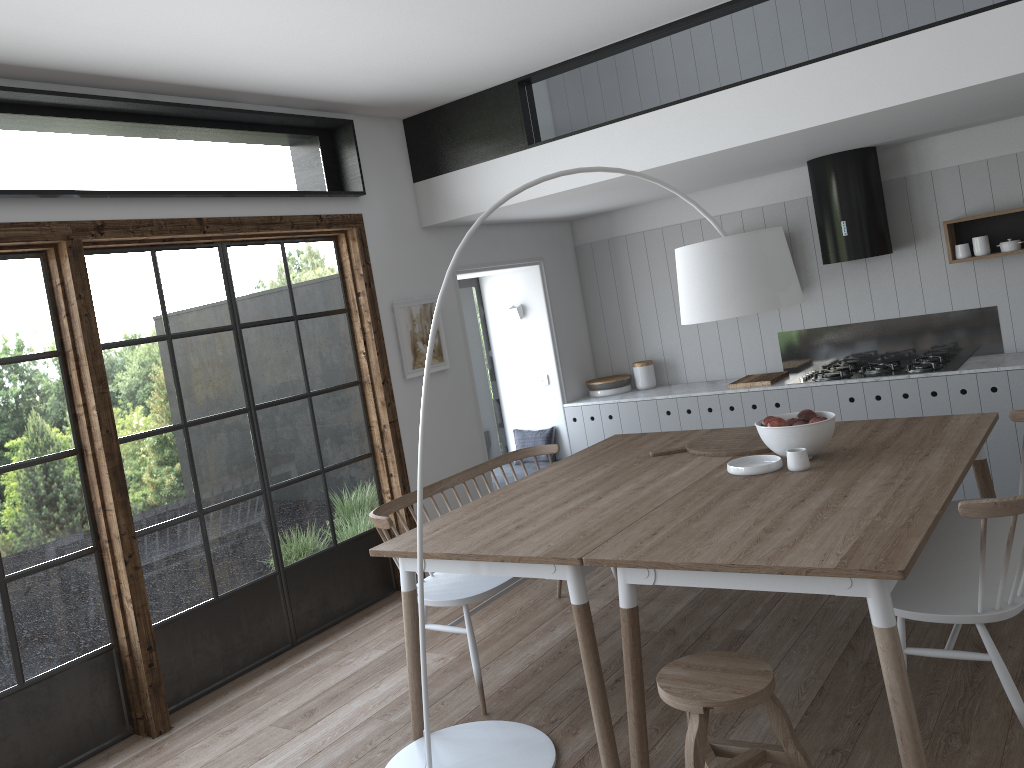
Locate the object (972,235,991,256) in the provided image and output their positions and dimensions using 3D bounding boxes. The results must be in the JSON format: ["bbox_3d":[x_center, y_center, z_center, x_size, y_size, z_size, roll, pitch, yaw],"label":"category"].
[{"bbox_3d":[2.798,-0.821,5.268,0.088,0.115,0.084,-8,4,36],"label":"object"}]

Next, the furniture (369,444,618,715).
[{"bbox_3d":[-0.023,0.821,4.099,0.557,0.809,1.333,-8,5,36],"label":"furniture"}]

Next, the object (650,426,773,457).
[{"bbox_3d":[1.084,0.266,4.107,0.663,0.023,0.611,-13,6,-31],"label":"object"}]

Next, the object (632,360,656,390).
[{"bbox_3d":[1.017,-0.065,6.777,0.155,0.212,0.154,-10,3,5],"label":"object"}]

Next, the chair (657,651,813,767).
[{"bbox_3d":[0.656,1.036,2.468,0.440,0.449,0.475,-8,4,23],"label":"chair"}]

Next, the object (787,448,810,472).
[{"bbox_3d":[1.110,0.294,3.430,0.085,0.078,0.081,-7,4,36],"label":"object"}]

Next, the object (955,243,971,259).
[{"bbox_3d":[2.719,-0.799,5.329,0.082,0.088,0.085,-11,3,-18],"label":"object"}]

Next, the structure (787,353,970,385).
[{"bbox_3d":[2.320,-0.105,5.631,1.005,0.048,0.543,-6,6,36],"label":"structure"}]

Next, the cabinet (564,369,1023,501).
[{"bbox_3d":[2.964,0.280,4.868,6.263,0.746,0.010,-6,4,37],"label":"cabinet"}]

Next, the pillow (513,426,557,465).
[{"bbox_3d":[0.184,0.489,6.862,0.412,0.293,0.177,-7,4,36],"label":"pillow"}]

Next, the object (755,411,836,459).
[{"bbox_3d":[1.170,0.223,3.615,0.322,0.164,0.308,-7,5,33],"label":"object"}]

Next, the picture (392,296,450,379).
[{"bbox_3d":[-0.564,-0.295,5.483,0.030,0.470,0.426,-9,3,36],"label":"picture"}]

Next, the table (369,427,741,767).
[{"bbox_3d":[0.462,0.785,3.894,0.957,0.748,2.001,-7,5,36],"label":"table"}]

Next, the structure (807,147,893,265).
[{"bbox_3d":[2.147,-1.230,5.665,0.412,0.867,0.417,-10,2,-7],"label":"structure"}]

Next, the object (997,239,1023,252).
[{"bbox_3d":[2.934,-0.819,5.202,0.130,0.073,0.107,-9,4,15],"label":"object"}]

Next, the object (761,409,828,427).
[{"bbox_3d":[1.164,0.203,3.611,0.251,0.167,0.237,-10,4,-3],"label":"object"}]

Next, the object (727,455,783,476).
[{"bbox_3d":[0.978,0.327,3.562,0.217,0.035,0.213,-9,5,15],"label":"object"}]

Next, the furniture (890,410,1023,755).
[{"bbox_3d":[1.666,0.620,3.072,0.557,0.809,1.333,-8,5,36],"label":"furniture"}]

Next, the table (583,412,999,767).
[{"bbox_3d":[1.228,0.704,3.323,0.957,0.748,2.001,-7,5,36],"label":"table"}]

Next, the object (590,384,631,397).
[{"bbox_3d":[0.767,0.047,6.897,0.322,0.055,0.330,-11,5,-15],"label":"object"}]

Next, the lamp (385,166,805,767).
[{"bbox_3d":[-1.199,0.563,2.460,5.121,2.021,0.890,-12,3,-27],"label":"lamp"}]

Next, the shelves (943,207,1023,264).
[{"bbox_3d":[2.912,-0.950,5.231,3.660,0.796,0.294,-6,4,37],"label":"shelves"}]

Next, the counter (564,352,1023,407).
[{"bbox_3d":[3.055,-0.149,5.084,6.266,0.020,0.568,-6,6,37],"label":"counter"}]

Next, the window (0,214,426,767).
[{"bbox_3d":[-2.252,0.570,3.151,0.165,2.252,5.295,-9,4,36],"label":"window"}]

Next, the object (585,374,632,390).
[{"bbox_3d":[0.757,-0.010,6.896,0.358,0.065,0.362,-10,5,-4],"label":"object"}]

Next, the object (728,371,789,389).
[{"bbox_3d":[1.700,-0.028,6.081,0.297,0.030,0.392,-6,6,36],"label":"object"}]

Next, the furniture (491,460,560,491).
[{"bbox_3d":[-0.065,0.721,6.517,0.610,0.115,1.030,-6,6,36],"label":"furniture"}]
